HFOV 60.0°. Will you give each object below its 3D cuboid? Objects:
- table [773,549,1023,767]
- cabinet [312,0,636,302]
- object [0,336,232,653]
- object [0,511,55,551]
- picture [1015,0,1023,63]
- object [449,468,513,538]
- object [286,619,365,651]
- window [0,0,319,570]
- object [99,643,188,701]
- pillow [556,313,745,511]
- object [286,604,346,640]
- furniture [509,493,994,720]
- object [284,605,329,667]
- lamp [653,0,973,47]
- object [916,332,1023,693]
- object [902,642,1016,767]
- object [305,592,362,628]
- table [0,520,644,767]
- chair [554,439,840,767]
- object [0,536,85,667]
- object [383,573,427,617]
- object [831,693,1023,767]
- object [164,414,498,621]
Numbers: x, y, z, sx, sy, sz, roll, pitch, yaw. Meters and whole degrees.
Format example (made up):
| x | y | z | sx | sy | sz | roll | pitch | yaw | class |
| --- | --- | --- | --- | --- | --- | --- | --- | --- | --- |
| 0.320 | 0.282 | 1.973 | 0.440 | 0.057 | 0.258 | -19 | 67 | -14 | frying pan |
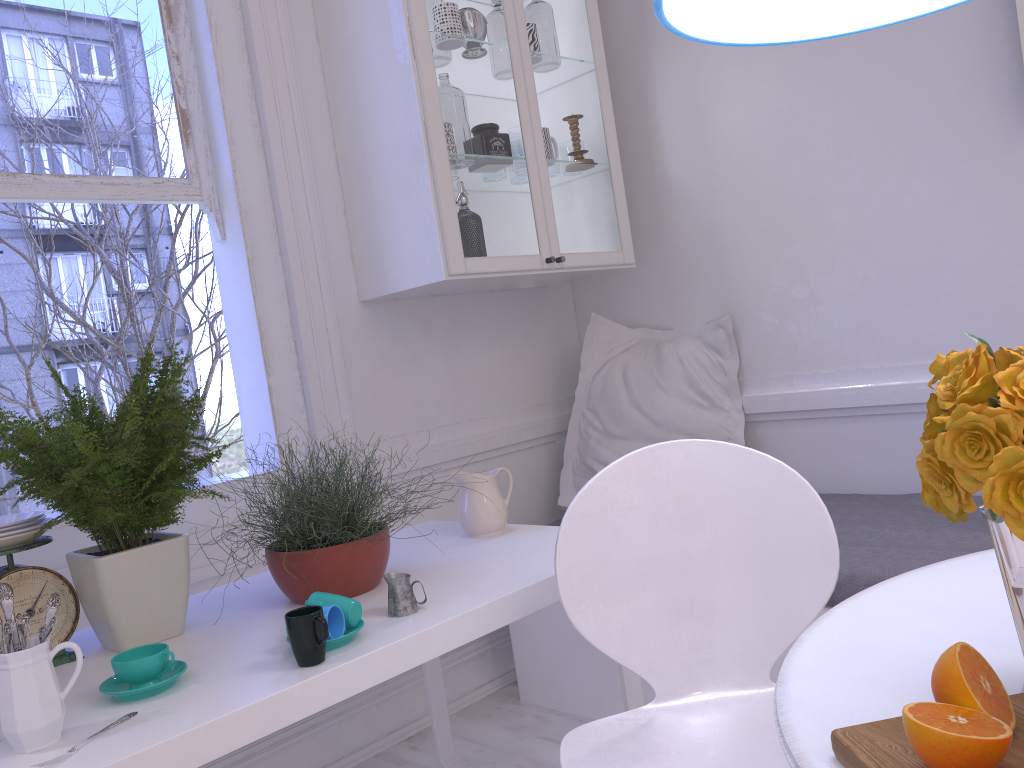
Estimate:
| x | y | z | sx | sy | sz | roll | pitch | yaw | class |
| --- | --- | --- | --- | --- | --- | --- | --- | --- | --- |
| 0.860 | 0.562 | 0.773 | 1.140 | 0.629 | 1.140 | -9 | 2 | -16 | table |
| -0.106 | -0.958 | 2.690 | 0.425 | 1.311 | 0.823 | -7 | 3 | 45 | cabinet |
| -0.692 | 0.194 | 1.544 | 0.438 | 0.527 | 0.368 | -11 | 3 | -45 | object |
| -0.879 | 0.257 | 1.530 | 0.164 | 0.047 | 0.163 | -8 | 2 | 5 | object |
| 1.522 | -0.988 | 1.744 | 0.971 | 0.629 | 0.020 | -7 | 3 | 45 | picture |
| -0.069 | 0.270 | 2.057 | 0.115 | 0.152 | 0.127 | -8 | 2 | 28 | object |
| -0.290 | 0.394 | 1.387 | 0.121 | 0.021 | 0.121 | -9 | 2 | -4 | object |
| -1.162 | -0.467 | 2.071 | 0.181 | 1.782 | 1.234 | -7 | 3 | 45 | window |
| -0.538 | 0.418 | 1.293 | 0.121 | 0.055 | 0.121 | -9 | 2 | -4 | object |
| 0.442 | 0.062 | 2.886 | 0.677 | 0.642 | 0.374 | -8 | 2 | 16 | pillow |
| -0.302 | 0.370 | 1.373 | 0.080 | 0.058 | 0.069 | -8 | 2 | 18 | object |
| 1.364 | 0.512 | 1.683 | 3.296 | 0.508 | 0.769 | -7 | 3 | 45 | furniture |
| -0.297 | 0.371 | 1.294 | 0.055 | 0.077 | 0.070 | -9 | 2 | -19 | object |
| 0.302 | -1.456 | 0.987 | 0.568 | 1.948 | 0.568 | -9 | 2 | -11 | lamp |
| 0.508 | 0.118 | 0.813 | 0.235 | 0.351 | 0.234 | -8 | 2 | 10 | object |
| 0.377 | 0.261 | 0.634 | 0.129 | 0.075 | 0.285 | -9 | 2 | -9 | object |
| -0.286 | 0.360 | 1.407 | 0.082 | 0.059 | 0.069 | -8 | 2 | 23 | object |
| -0.442 | 0.736 | 1.556 | 0.736 | 0.619 | 1.514 | -7 | 3 | 45 | table |
| 0.321 | 0.519 | 1.227 | 0.604 | 0.845 | 0.483 | -9 | 2 | 1 | chair |
| -0.849 | 0.381 | 1.531 | 0.185 | 0.208 | 0.159 | -7 | 3 | 45 | object |
| -0.183 | 0.351 | 1.498 | 0.066 | 0.067 | 0.052 | -11 | 3 | -44 | object |
| 0.408 | 0.306 | 0.625 | 0.224 | 0.024 | 0.347 | -9 | 2 | -5 | object |
| -0.360 | 0.236 | 1.731 | 0.668 | 0.367 | 0.531 | -9 | 2 | -20 | object |
